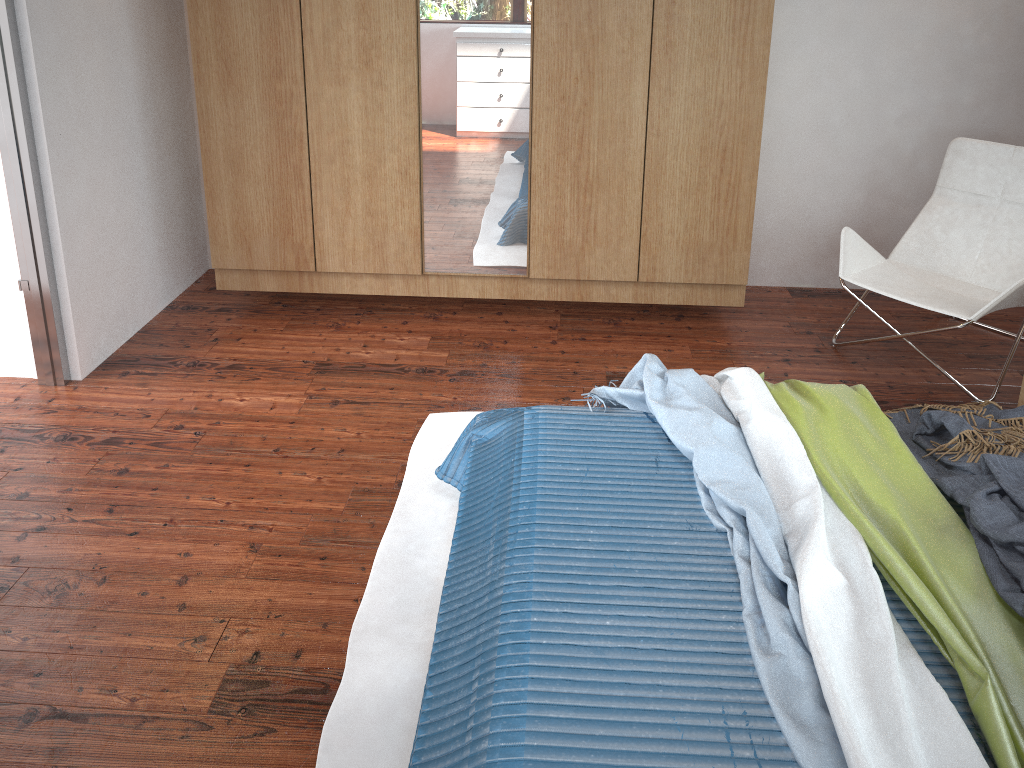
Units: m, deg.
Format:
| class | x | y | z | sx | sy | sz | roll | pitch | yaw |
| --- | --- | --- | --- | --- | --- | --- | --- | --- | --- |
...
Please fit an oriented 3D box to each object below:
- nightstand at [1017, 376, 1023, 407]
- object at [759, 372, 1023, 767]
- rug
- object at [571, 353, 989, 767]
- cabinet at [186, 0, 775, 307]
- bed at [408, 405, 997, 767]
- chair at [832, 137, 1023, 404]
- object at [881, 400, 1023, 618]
| class | x | y | z | sx | sy | sz | roll | pitch | yaw |
| --- | --- | --- | --- | --- | --- | --- | --- | --- | --- |
| nightstand | 1.992 | 0.011 | 2.658 | 0.608 | 0.512 | 0.454 | 2 | 22 | 3 |
| object | 0.810 | 0.578 | 1.608 | 0.491 | 0.421 | 2.239 | 0 | 26 | -1 |
| rug | 0.515 | 0.746 | 1.621 | 1.799 | 0.046 | 2.883 | 2 | 26 | 2 |
| object | 0.451 | 0.499 | 1.643 | 0.536 | 0.355 | 2.292 | 0 | 26 | -1 |
| cabinet | -0.121 | -1.560 | 3.520 | 2.201 | 2.278 | 0.615 | 2 | 19 | 3 |
| bed | 1.003 | 0.444 | 1.506 | 2.574 | 0.728 | 2.273 | 2 | 25 | 4 |
| chair | 1.706 | -0.480 | 3.322 | 0.815 | 0.754 | 0.726 | -15 | 27 | -34 |
| object | 1.025 | 0.472 | 1.501 | 0.630 | 0.383 | 2.253 | 5 | 26 | 10 |
